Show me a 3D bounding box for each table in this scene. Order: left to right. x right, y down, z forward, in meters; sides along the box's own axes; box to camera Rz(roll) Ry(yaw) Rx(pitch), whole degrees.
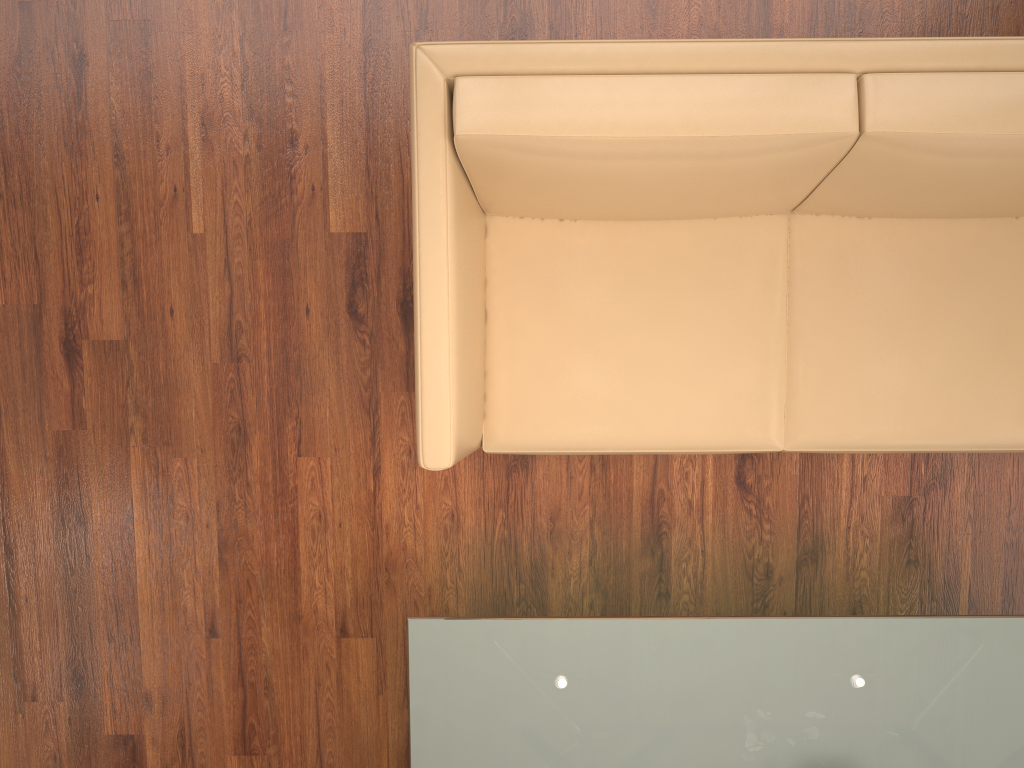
[{"bbox_3d":[0.684,1.025,2.443,1.870,0.555,0.949,0,95,0],"label":"table"}]

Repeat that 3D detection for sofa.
[{"bbox_3d":[0.688,-0.259,2.162,1.801,0.831,0.887,0,94,0],"label":"sofa"}]
